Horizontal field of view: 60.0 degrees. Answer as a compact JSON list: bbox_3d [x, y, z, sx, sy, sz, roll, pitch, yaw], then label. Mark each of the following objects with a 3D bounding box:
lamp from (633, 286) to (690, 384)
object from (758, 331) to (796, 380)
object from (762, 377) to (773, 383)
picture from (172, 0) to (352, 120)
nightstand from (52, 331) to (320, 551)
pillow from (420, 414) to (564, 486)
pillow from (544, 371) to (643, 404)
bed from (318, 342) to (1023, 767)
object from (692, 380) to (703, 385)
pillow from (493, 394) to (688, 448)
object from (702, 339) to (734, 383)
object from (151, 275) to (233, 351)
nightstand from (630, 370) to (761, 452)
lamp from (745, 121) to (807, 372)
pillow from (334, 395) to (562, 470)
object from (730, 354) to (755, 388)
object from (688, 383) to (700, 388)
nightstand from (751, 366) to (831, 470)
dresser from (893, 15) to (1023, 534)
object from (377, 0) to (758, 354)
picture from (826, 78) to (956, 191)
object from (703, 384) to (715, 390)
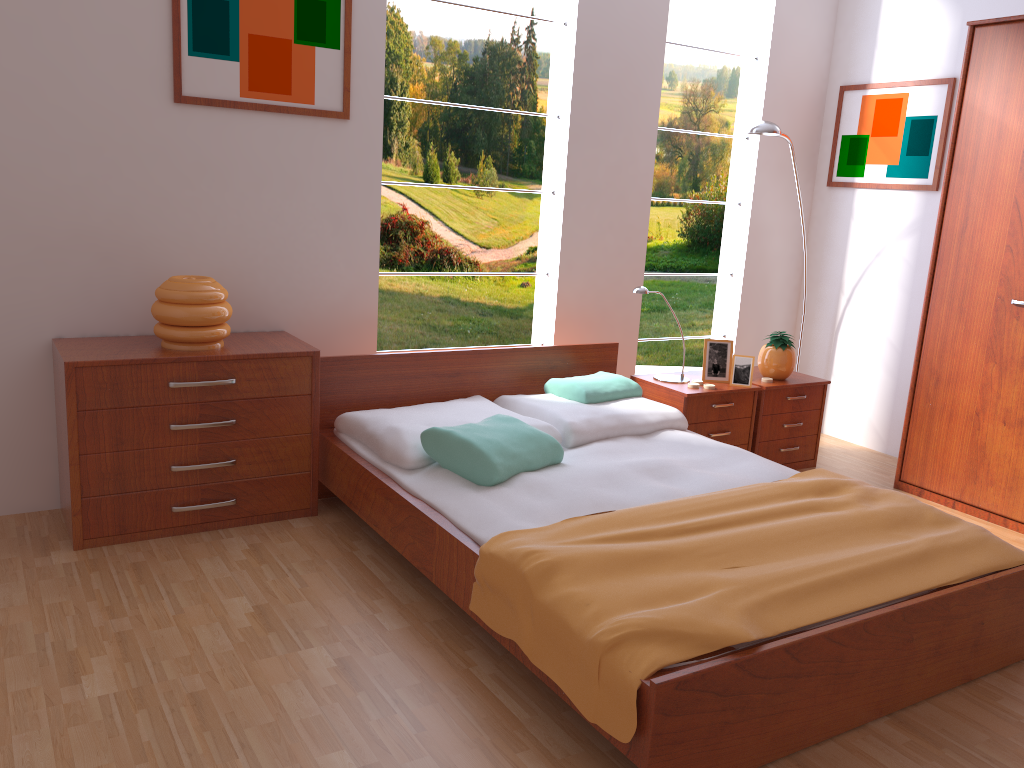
[{"bbox_3d":[0.665,-0.215,3.870,0.337,0.421,0.163,-8,17,-43],"label":"lamp"},{"bbox_3d":[1.237,-0.134,4.135,0.170,0.223,0.169,13,16,36],"label":"object"},{"bbox_3d":[1.169,-0.017,4.063,0.049,0.018,0.049,-9,18,-44],"label":"object"},{"bbox_3d":[-0.891,-1.253,3.205,0.645,0.517,0.030,-4,15,-31],"label":"picture"},{"bbox_3d":[-1.145,0.169,3.154,0.815,0.626,0.428,-4,15,-31],"label":"nightstand"},{"bbox_3d":[-0.062,0.213,2.987,0.334,0.164,0.425,12,15,33],"label":"pillow"},{"bbox_3d":[0.339,0.024,3.725,0.322,0.116,0.276,-5,15,-34],"label":"pillow"},{"bbox_3d":[0.433,0.337,2.968,1.632,0.560,1.990,-4,15,-31],"label":"bed"},{"bbox_3d":[0.818,-0.006,3.914,0.049,0.018,0.049,-9,18,-44],"label":"object"},{"bbox_3d":[0.323,0.130,3.654,0.630,0.182,0.574,-5,15,-33],"label":"pillow"},{"bbox_3d":[0.921,-0.103,3.971,0.131,0.191,0.037,3,13,-2],"label":"object"},{"bbox_3d":[-1.105,-0.248,3.066,0.264,0.244,0.264,0,13,-15],"label":"object"},{"bbox_3d":[0.807,0.203,4.017,0.439,0.442,0.377,-4,15,-31],"label":"nightstand"},{"bbox_3d":[1.373,-0.460,4.460,0.387,1.603,0.799,11,15,30],"label":"lamp"},{"bbox_3d":[-0.247,0.178,3.282,0.682,0.157,0.574,-6,16,-37],"label":"pillow"},{"bbox_3d":[1.016,-0.057,3.915,0.094,0.137,0.027,6,13,12],"label":"object"},{"bbox_3d":[0.788,0.008,3.846,0.049,0.018,0.049,-9,18,-44],"label":"object"},{"bbox_3d":[1.203,0.174,4.259,0.439,0.442,0.377,-4,15,-31],"label":"nightstand"},{"bbox_3d":[2.505,-0.286,3.096,0.487,2.004,2.017,-4,15,-31],"label":"dresser"},{"bbox_3d":[0.367,-1.067,4.152,2.205,1.815,0.033,-4,15,-31],"label":"object"},{"bbox_3d":[1.886,-1.244,4.453,0.030,0.517,0.645,-4,15,-31],"label":"picture"},{"bbox_3d":[0.855,0.013,3.841,0.049,0.018,0.049,-9,18,-44],"label":"object"}]
